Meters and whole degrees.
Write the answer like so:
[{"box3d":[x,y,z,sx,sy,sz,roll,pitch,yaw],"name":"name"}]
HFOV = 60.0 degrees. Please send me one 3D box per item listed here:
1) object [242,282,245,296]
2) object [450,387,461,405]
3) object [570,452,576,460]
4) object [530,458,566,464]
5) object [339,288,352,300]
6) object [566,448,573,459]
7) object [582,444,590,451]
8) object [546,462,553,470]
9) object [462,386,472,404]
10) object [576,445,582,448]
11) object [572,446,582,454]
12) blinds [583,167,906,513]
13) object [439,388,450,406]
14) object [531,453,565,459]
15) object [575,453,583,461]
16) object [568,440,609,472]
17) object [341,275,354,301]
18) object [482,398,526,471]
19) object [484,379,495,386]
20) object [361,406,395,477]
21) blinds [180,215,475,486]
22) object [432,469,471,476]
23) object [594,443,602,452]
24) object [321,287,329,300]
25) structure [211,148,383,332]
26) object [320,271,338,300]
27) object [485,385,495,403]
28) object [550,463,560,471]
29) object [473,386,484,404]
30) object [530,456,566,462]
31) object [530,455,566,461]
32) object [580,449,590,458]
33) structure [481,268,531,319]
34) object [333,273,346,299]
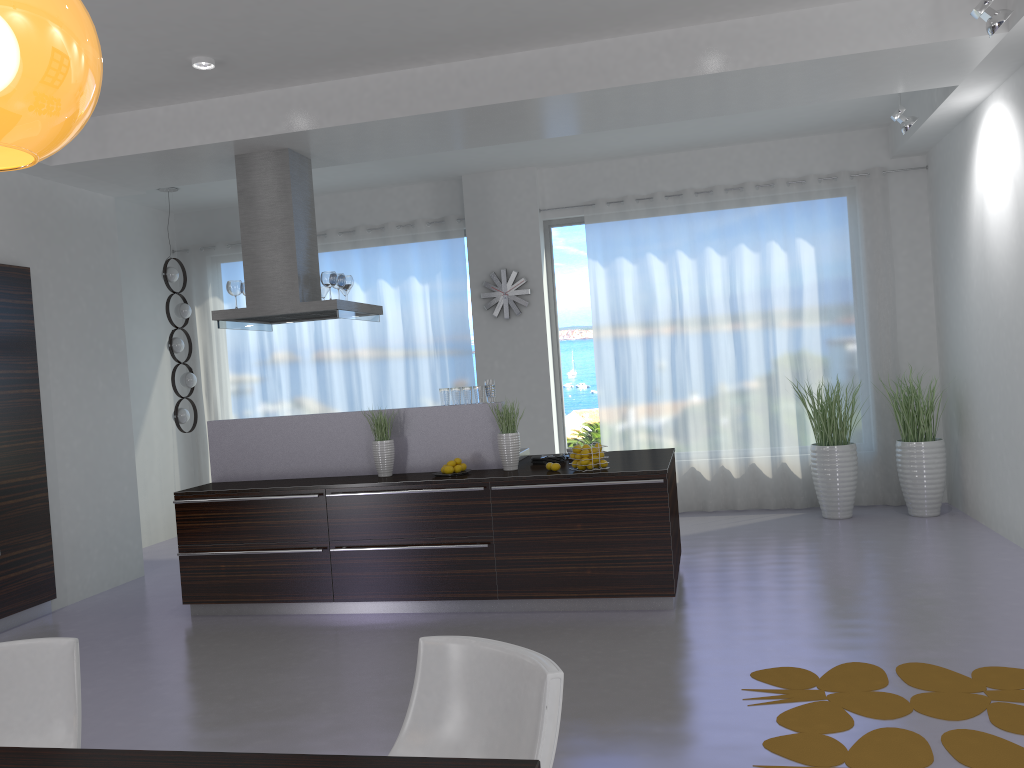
[{"box3d":[-1.998,-0.663,6.766,0.125,0.221,0.125,-3,1,37],"name":"object"},{"box3d":[-0.383,0.084,6.076,0.071,0.119,0.072,-5,1,-38],"name":"object"},{"box3d":[0.395,0.457,5.621,0.053,0.051,0.063,-4,1,-19],"name":"object"},{"box3d":[0.251,0.535,6.138,0.232,0.020,0.232,-4,1,21],"name":"object"},{"box3d":[-1.315,-0.693,7.017,0.137,0.174,0.137,-5,1,-23],"name":"object"},{"box3d":[0.432,0.495,6.352,0.153,0.069,0.153,-5,1,-44],"name":"object"},{"box3d":[0.468,0.405,5.588,0.051,0.053,0.063,-4,1,14],"name":"object"},{"box3d":[0.245,0.526,5.656,0.053,0.051,0.063,-4,1,-19],"name":"object"},{"box3d":[-0.304,0.078,6.058,0.071,0.119,0.072,-5,1,-38],"name":"object"},{"box3d":[0.418,0.416,5.634,0.052,0.060,0.057,-4,1,1],"name":"object"},{"box3d":[0.409,0.413,5.581,0.053,0.051,0.063,-5,1,-30],"name":"object"},{"box3d":[2.188,-0.345,8.465,2.830,3.112,0.120,-4,1,12],"name":"blinds"},{"box3d":[-0.461,0.089,6.093,0.072,0.119,0.071,-5,1,-28],"name":"object"},{"box3d":[0.095,0.451,6.250,0.646,0.147,0.269,-3,1,37],"name":"object"},{"box3d":[0.426,0.457,5.567,0.062,0.053,0.052,-4,1,-16],"name":"object"},{"box3d":[0.481,0.447,5.586,0.189,0.174,0.207,-5,1,-23],"name":"object"},{"box3d":[-1.268,-0.716,6.779,0.125,0.221,0.125,-3,1,37],"name":"object"},{"box3d":[-0.018,0.316,5.824,0.269,0.502,0.247,-5,1,-35],"name":"object"},{"box3d":[-0.149,0.029,6.023,0.071,0.119,0.072,-5,1,-38],"name":"object"},{"box3d":[-0.889,0.377,5.992,0.269,0.502,0.247,-4,1,13],"name":"object"},{"box3d":[-1.968,-0.057,9.386,3.245,3.112,0.120,-4,1,12],"name":"blinds"},{"box3d":[-0.396,0.585,5.825,0.232,0.020,0.232,-4,1,21],"name":"object"},{"box3d":[0.544,0.401,5.590,0.050,0.060,0.059,-4,1,12],"name":"object"},{"box3d":[-1.500,-0.680,7.058,0.137,0.174,0.137,-5,1,-23],"name":"object"},{"box3d":[-1.652,-1.065,6.801,0.981,1.231,0.915,-4,1,12],"name":"structure"},{"box3d":[-1.332,-0.707,6.481,0.125,0.221,0.125,-3,1,37],"name":"object"},{"box3d":[-0.146,0.067,6.023,0.071,0.119,0.072,-5,1,-38],"name":"object"},{"box3d":[0.275,0.525,5.599,0.063,0.051,0.053,-4,1,16],"name":"object"},{"box3d":[-0.225,0.073,6.041,0.071,0.119,0.072,-5,1,-38],"name":"object"},{"box3d":[0.250,0.526,6.137,0.232,0.020,0.232,-4,1,21],"name":"object"},{"box3d":[0.250,0.516,6.137,0.232,0.020,0.232,-4,1,16],"name":"object"},{"box3d":[0.455,0.434,5.522,0.061,0.052,0.053,-4,1,26],"name":"object"},{"box3d":[-0.064,-0.898,8.825,0.505,0.505,0.076,-4,1,12],"name":"structure"},{"box3d":[-1.299,-0.712,6.635,0.125,0.221,0.125,-3,1,37],"name":"object"}]
